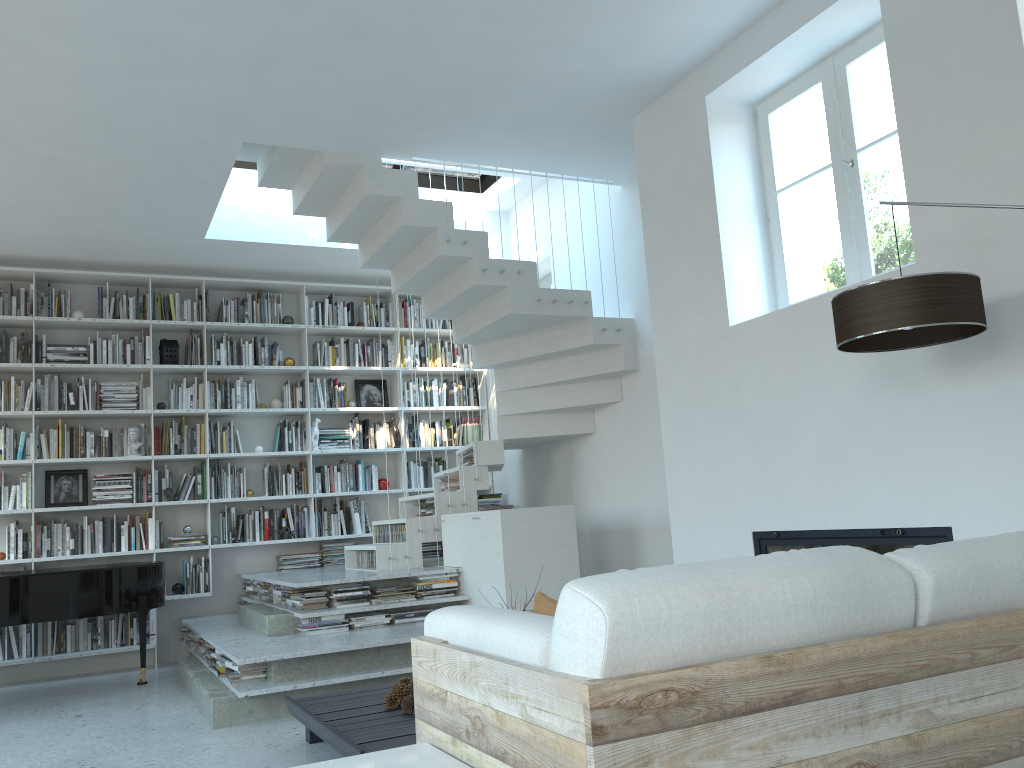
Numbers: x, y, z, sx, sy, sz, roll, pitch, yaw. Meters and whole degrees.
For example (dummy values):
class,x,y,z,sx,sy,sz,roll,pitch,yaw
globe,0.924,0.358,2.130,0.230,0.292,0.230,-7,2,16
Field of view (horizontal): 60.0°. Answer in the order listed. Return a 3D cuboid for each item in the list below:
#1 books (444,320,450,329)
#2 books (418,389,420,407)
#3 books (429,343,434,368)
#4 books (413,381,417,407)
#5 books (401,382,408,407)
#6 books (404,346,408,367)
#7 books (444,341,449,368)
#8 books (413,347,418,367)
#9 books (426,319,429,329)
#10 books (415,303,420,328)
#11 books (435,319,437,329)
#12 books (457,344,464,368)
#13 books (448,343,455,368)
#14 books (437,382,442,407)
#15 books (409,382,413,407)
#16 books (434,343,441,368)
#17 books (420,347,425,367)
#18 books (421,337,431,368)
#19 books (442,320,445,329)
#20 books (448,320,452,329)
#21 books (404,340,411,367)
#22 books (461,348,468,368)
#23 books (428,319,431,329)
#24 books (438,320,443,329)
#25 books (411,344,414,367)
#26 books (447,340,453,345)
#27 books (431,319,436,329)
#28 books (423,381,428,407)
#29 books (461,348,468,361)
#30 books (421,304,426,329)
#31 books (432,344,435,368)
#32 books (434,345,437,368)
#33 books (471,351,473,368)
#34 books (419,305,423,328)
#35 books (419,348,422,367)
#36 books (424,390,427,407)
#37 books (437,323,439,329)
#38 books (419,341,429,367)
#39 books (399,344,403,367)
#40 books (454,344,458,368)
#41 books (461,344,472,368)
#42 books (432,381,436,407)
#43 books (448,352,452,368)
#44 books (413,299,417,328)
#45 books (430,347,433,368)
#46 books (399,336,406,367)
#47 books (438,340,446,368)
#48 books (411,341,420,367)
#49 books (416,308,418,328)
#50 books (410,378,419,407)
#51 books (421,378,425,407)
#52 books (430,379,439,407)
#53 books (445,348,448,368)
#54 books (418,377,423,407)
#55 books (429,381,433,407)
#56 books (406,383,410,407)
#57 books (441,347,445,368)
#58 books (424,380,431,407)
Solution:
class,x,y,z,sx,sy,sz,roll,pitch,yaw
books,-0.653,-0.614,8.561,0.069,0.276,0.132,0,-9,-26
books,-0.902,0.152,8.305,0.028,0.191,0.137,0,-9,-26
books,-0.777,-0.248,8.344,0.022,0.242,0.145,0,-9,-26
books,-0.934,0.117,8.276,0.026,0.256,0.173,0,-9,-26
books,-1.007,0.118,8.244,0.012,0.253,0.161,0,-9,-26
books,-1.009,-0.233,8.212,0.024,0.205,0.166,0,-9,-26
books,-0.651,-0.254,8.498,0.024,0.281,0.153,0,-9,-26
books,-0.919,-0.227,8.251,0.024,0.193,0.190,0,-9,-26
books,-0.839,-0.601,8.464,0.027,0.249,0.155,0,-9,-26
books,-0.918,-0.615,8.423,0.027,0.275,0.148,0,-9,-26
books,-0.757,-0.618,8.509,0.012,0.284,0.160,0,-9,-26
books,-0.520,-0.243,8.545,0.070,0.253,0.154,0,-9,-26
books,-0.590,-0.247,8.504,0.022,0.260,0.160,0,-9,-26
books,-0.703,0.121,8.406,0.012,0.253,0.161,0,-9,-26
books,-0.961,0.119,8.249,0.023,0.247,0.182,0,-9,-26
books,-0.732,-0.246,8.380,0.042,0.241,0.248,0,-9,-26
books,-0.852,-0.233,8.310,0.025,0.211,0.135,0,-9,-26
books,-0.807,-0.277,8.323,0.022,0.296,0.152,0,-9,-26
books,-0.683,-0.593,8.546,0.010,0.235,0.131,0,-9,-26
books,-0.597,-0.577,8.552,0.024,0.193,0.186,0,-9,-26
books,-0.985,-0.263,8.219,0.026,0.263,0.189,0,-9,-26
books,-0.476,-0.223,8.560,0.023,0.213,0.181,0,-9,-26
books,-0.811,-0.596,8.467,0.025,0.236,0.144,0,-9,-26
books,-0.707,-0.583,8.518,0.057,0.211,0.163,0,-9,-26
books,-0.955,-0.241,8.243,0.049,0.223,0.162,0,-9,-26
books,-0.585,-0.260,8.533,0.011,0.294,0.151,0,-9,-26
books,-0.776,-0.581,8.486,0.026,0.207,0.163,0,-9,-26
books,-0.825,0.115,8.330,0.013,0.260,0.158,0,-9,-26
books,-0.467,-0.226,8.593,0.023,0.227,0.131,0,-9,-26
books,-0.871,-0.610,8.441,0.029,0.264,0.179,0,-9,-26
books,-0.762,-0.246,8.351,0.012,0.237,0.166,0,-9,-26
books,-0.746,-0.240,8.347,0.013,0.222,0.174,0,-9,-26
books,-0.406,-0.237,8.607,0.040,0.246,0.160,0,-9,-26
books,-0.893,-0.607,8.429,0.022,0.258,0.163,0,-9,-26
books,-0.894,-0.221,8.325,0.038,0.198,0.170,0,-9,-26
books,-0.845,0.157,8.328,0.027,0.179,0.157,0,-9,-26
books,-0.742,-0.608,8.509,0.015,0.263,0.143,0,-9,-26
books,-0.824,-0.256,8.306,0.023,0.253,0.189,0,-9,-26
books,-1.058,-0.273,8.221,0.036,0.293,0.135,0,-9,-26
books,-0.565,-0.258,8.530,0.023,0.286,0.163,0,-9,-26
books,-0.438,-0.243,8.593,0.029,0.258,0.163,0,-9,-26
books,-0.763,0.113,8.357,0.022,0.262,0.172,0,-9,-26
books,-0.621,-0.205,8.503,0.034,0.182,0.157,0,-9,-26
books,-0.945,-0.632,8.402,0.012,0.305,0.184,0,-9,-26
books,-0.789,-0.232,8.328,0.014,0.206,0.184,0,-9,-26
books,-1.027,-0.277,8.210,0.010,0.294,0.183,0,-9,-26
books,-0.674,-0.263,8.474,0.010,0.295,0.165,0,-9,-26
books,-0.907,-0.259,8.280,0.023,0.263,0.158,0,-9,-26
books,-0.935,-0.608,8.412,0.014,0.260,0.168,0,-9,-26
books,-0.911,0.100,8.274,0.014,0.285,0.186,0,-9,-26
books,-0.860,0.099,8.315,0.012,0.292,0.166,0,-9,-26
books,-0.743,0.104,8.374,0.030,0.283,0.166,0,-9,-26
books,-0.654,-0.224,8.462,0.013,0.212,0.187,0,-9,-26
books,-0.881,0.099,8.318,0.022,0.296,0.162,0,-9,-26
books,-0.785,0.115,8.348,0.024,0.259,0.156,0,-9,-26
books,-0.995,0.122,8.264,0.026,0.249,0.161,0,-9,-26
books,-0.683,-0.227,8.455,0.023,0.220,0.171,0,-9,-26
books,-0.812,0.111,8.347,0.025,0.270,0.152,0,-9,-26
